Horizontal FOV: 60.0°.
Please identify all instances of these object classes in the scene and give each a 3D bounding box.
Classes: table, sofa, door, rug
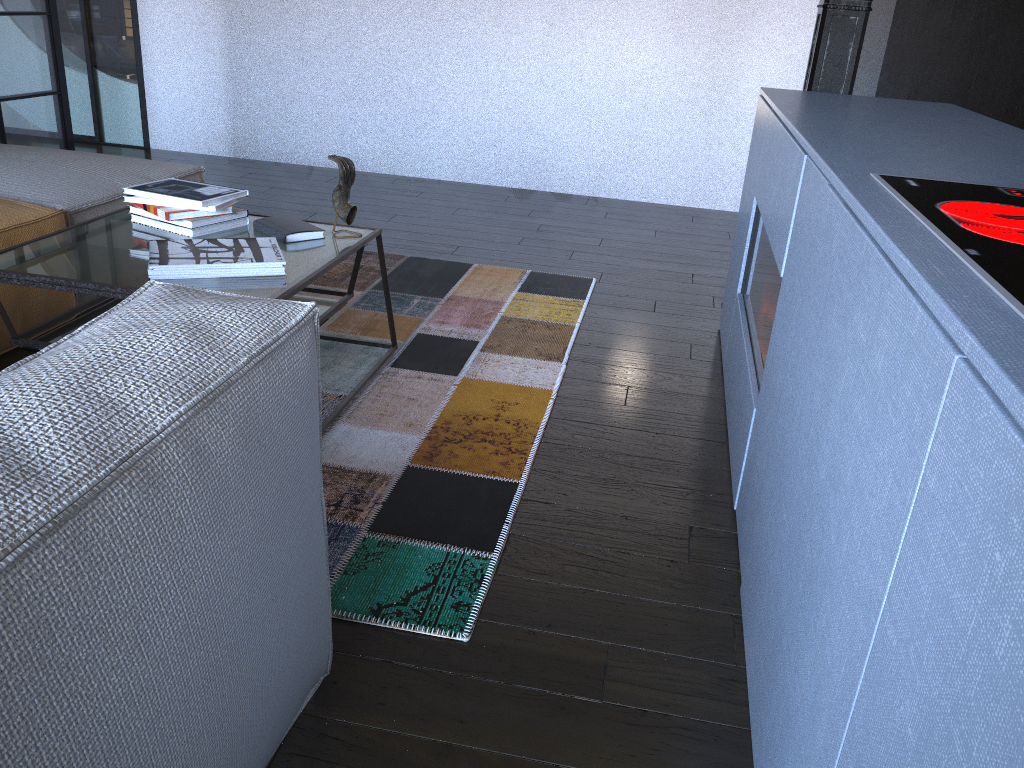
[{"bbox_3d":[-0.836,-0.186,2.389,0.842,0.389,0.846,8,24,8],"label":"table"},{"bbox_3d":[-1.375,-0.217,2.091,2.536,0.699,3.293,8,24,8],"label":"sofa"},{"bbox_3d":[-4.204,-2.905,5.504,4.184,2.599,0.138,8,24,8],"label":"door"},{"bbox_3d":[-0.554,-0.088,2.739,1.431,0.013,2.359,8,24,8],"label":"rug"}]

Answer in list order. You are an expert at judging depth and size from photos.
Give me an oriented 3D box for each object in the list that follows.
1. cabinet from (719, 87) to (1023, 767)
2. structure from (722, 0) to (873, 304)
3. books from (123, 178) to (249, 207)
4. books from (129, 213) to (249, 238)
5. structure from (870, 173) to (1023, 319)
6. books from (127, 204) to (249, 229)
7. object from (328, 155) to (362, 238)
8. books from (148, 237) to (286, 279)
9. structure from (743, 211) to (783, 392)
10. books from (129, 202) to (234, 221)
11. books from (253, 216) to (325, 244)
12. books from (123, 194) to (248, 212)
[{"bbox_3d":[0.815,0.007,1.731,0.607,0.846,2.953,8,24,8],"label":"cabinet"},{"bbox_3d":[-2.818,-1.389,2.331,8.514,2.399,0.480,0,24,-9],"label":"structure"},{"bbox_3d":[-0.908,-0.536,2.474,0.267,0.014,0.196,13,25,18],"label":"books"},{"bbox_3d":[-0.912,-0.467,2.508,0.247,0.024,0.208,17,26,26],"label":"books"},{"bbox_3d":[0.739,-0.141,1.020,0.504,0.057,0.762,8,24,8],"label":"structure"},{"bbox_3d":[-0.911,-0.488,2.500,0.251,0.023,0.208,17,26,26],"label":"books"},{"bbox_3d":[-0.476,-0.529,2.475,0.093,0.223,0.099,-15,30,-37],"label":"object"},{"bbox_3d":[-0.722,-0.309,2.170,0.308,0.038,0.225,-4,25,-19],"label":"books"},{"bbox_3d":[0.800,-0.196,2.261,0.332,0.395,0.941,8,24,8],"label":"structure"},{"bbox_3d":[-0.922,-0.500,2.472,0.190,0.023,0.239,-18,32,-42],"label":"books"},{"bbox_3d":[-0.622,-0.435,2.479,0.129,0.029,0.181,-17,31,-39],"label":"books"},{"bbox_3d":[-0.909,-0.522,2.480,0.268,0.014,0.195,8,24,7],"label":"books"}]
